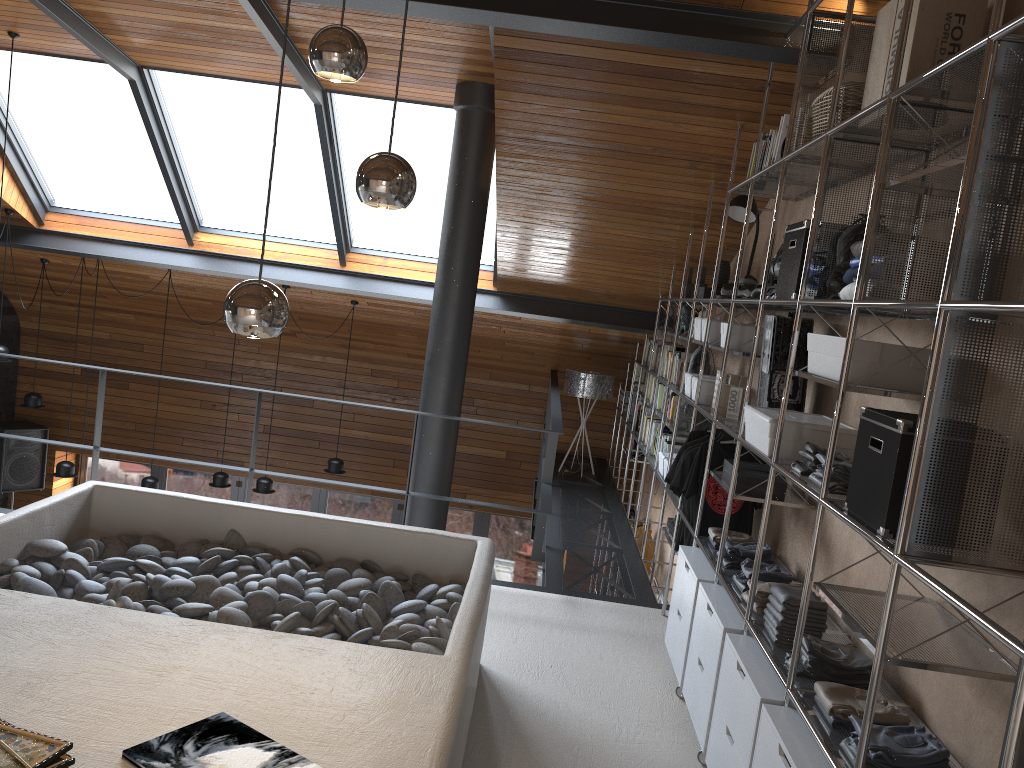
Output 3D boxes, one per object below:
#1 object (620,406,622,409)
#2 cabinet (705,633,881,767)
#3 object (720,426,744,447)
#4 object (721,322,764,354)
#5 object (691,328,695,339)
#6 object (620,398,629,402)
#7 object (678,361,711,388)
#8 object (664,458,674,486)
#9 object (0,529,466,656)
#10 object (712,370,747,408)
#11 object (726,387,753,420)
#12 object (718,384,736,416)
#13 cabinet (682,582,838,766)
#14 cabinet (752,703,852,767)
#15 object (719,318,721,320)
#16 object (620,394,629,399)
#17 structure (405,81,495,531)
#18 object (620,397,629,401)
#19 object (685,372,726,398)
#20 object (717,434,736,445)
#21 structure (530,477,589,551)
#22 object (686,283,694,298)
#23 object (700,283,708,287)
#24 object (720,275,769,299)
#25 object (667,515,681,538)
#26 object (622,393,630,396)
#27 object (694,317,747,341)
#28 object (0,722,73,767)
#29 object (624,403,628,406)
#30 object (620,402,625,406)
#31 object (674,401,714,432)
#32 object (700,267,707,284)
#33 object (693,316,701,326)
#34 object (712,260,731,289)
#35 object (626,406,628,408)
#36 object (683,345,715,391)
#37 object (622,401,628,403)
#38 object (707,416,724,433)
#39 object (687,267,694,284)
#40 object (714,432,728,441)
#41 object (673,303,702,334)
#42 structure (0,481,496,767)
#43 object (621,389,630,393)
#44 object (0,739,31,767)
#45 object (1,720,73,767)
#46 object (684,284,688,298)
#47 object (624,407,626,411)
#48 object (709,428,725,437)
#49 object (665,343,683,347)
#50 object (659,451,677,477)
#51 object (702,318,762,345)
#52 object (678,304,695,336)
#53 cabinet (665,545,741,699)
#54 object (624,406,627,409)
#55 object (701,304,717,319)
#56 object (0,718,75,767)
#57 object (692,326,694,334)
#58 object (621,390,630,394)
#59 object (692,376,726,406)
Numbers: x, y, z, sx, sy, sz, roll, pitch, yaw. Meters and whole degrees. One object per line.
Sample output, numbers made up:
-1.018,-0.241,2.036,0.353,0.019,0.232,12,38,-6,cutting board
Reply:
1.245,0.264,9.229,0.234,0.025,0.176,8,6,2,object
0.934,1.224,2.947,0.435,0.561,0.527,8,6,2,cabinet
1.103,0.267,4.386,0.283,0.118,0.016,8,6,2,object
1.183,-0.219,4.363,0.290,0.124,0.222,8,6,2,object
1.142,-0.340,5.523,0.037,0.114,0.037,6,6,-13,object
1.253,0.179,9.205,0.246,0.016,0.182,8,6,2,object
1.193,-0.067,5.817,0.227,0.202,0.082,3,7,-37,object
1.103,0.569,5.565,0.295,0.136,0.228,8,6,2,object
-1.064,0.814,3.244,1.842,0.246,1.436,8,6,2,object
1.156,0.044,4.685,0.142,0.205,0.196,8,6,0,object
1.123,0.096,4.378,0.078,0.156,0.074,3,7,-39,object
1.077,0.080,4.473,0.074,0.156,0.078,9,6,16,object
0.959,1.168,3.516,0.435,0.561,0.527,8,6,2,cabinet
0.908,1.278,2.392,0.435,0.561,0.527,8,6,2,cabinet
1.318,-0.349,5.677,0.067,0.150,0.067,13,8,41,object
1.255,0.140,9.202,0.252,0.028,0.180,8,6,2,object
-0.586,0.897,5.764,1.197,5.699,1.689,8,6,2,structure
1.255,0.163,9.204,0.246,0.016,0.182,8,6,2,object
1.168,0.024,5.214,0.295,0.136,0.228,8,6,2,object
1.100,0.294,4.522,0.387,0.197,0.009,7,6,-2,object
0.521,1.365,9.395,0.488,0.735,0.462,3,7,-38,structure
1.252,-0.646,6.240,0.029,0.117,0.086,10,6,22,object
1.288,-0.618,5.991,0.029,0.117,0.086,11,6,26,object
1.222,-0.470,4.383,0.286,0.141,0.658,7,6,-5,object
1.085,0.872,5.164,0.320,0.114,0.405,8,6,2,object
1.270,0.117,9.215,0.233,0.021,0.174,8,6,2,object
1.218,-0.305,5.174,0.295,0.136,0.228,8,6,2,object
-1.068,0.738,1.773,0.276,0.013,0.207,9,6,12,object
1.237,0.217,8.967,0.203,0.013,0.161,8,6,2,object
1.250,0.221,9.225,0.243,0.012,0.159,8,6,2,object
1.181,0.177,5.675,0.166,0.240,0.390,12,7,34,object
1.302,-0.737,6.029,0.029,0.114,0.084,9,6,13,object
1.199,-0.365,5.677,0.091,0.146,0.091,12,7,35,object
1.291,-0.673,5.475,0.115,0.177,0.115,11,6,26,object
1.257,0.237,8.944,0.228,0.016,0.182,8,6,2,object
1.172,-0.092,5.584,0.157,0.339,0.229,11,7,28,object
1.264,0.196,9.220,0.224,0.017,0.167,8,6,2,object
1.119,0.231,4.752,0.283,0.118,0.016,8,6,2,object
1.261,-0.766,6.277,0.029,0.114,0.084,9,6,9,object
1.103,0.288,4.587,0.387,0.197,0.009,7,6,-2,object
1.269,-0.450,6.245,0.138,0.222,0.278,2,8,-42,object
-2.395,0.518,2.713,4.614,1.120,2.634,8,6,2,structure
1.267,0.081,9.223,0.246,0.016,0.182,8,6,2,object
-1.040,0.738,1.776,0.232,0.010,0.064,12,7,38,object
-1.053,0.631,1.763,0.301,0.234,0.245,10,6,21,object
1.246,-0.657,6.337,0.029,0.117,0.086,6,6,-12,object
1.249,0.266,8.962,0.262,0.025,0.176,8,6,2,object
1.108,0.276,4.709,0.387,0.197,0.009,7,6,-2,object
1.246,-0.195,6.932,0.146,0.240,0.023,8,6,2,object
1.115,0.543,5.832,0.295,0.136,0.228,8,6,2,object
1.207,-0.279,4.915,0.295,0.136,0.228,8,6,2,object
1.235,-0.431,6.045,0.197,0.220,0.102,6,6,-14,object
0.979,1.113,4.071,0.435,0.561,0.527,8,6,2,cabinet
1.239,0.247,8.961,0.201,0.013,0.161,8,6,2,object
1.205,-0.379,5.476,0.062,0.219,0.157,8,6,2,object
-1.061,0.752,1.782,0.276,0.013,0.207,11,7,26,object
1.132,-0.328,5.575,0.037,0.077,0.037,6,6,-13,object
1.265,0.097,9.214,0.246,0.016,0.182,8,6,2,object
1.157,0.050,4.950,0.295,0.136,0.228,8,6,2,object
